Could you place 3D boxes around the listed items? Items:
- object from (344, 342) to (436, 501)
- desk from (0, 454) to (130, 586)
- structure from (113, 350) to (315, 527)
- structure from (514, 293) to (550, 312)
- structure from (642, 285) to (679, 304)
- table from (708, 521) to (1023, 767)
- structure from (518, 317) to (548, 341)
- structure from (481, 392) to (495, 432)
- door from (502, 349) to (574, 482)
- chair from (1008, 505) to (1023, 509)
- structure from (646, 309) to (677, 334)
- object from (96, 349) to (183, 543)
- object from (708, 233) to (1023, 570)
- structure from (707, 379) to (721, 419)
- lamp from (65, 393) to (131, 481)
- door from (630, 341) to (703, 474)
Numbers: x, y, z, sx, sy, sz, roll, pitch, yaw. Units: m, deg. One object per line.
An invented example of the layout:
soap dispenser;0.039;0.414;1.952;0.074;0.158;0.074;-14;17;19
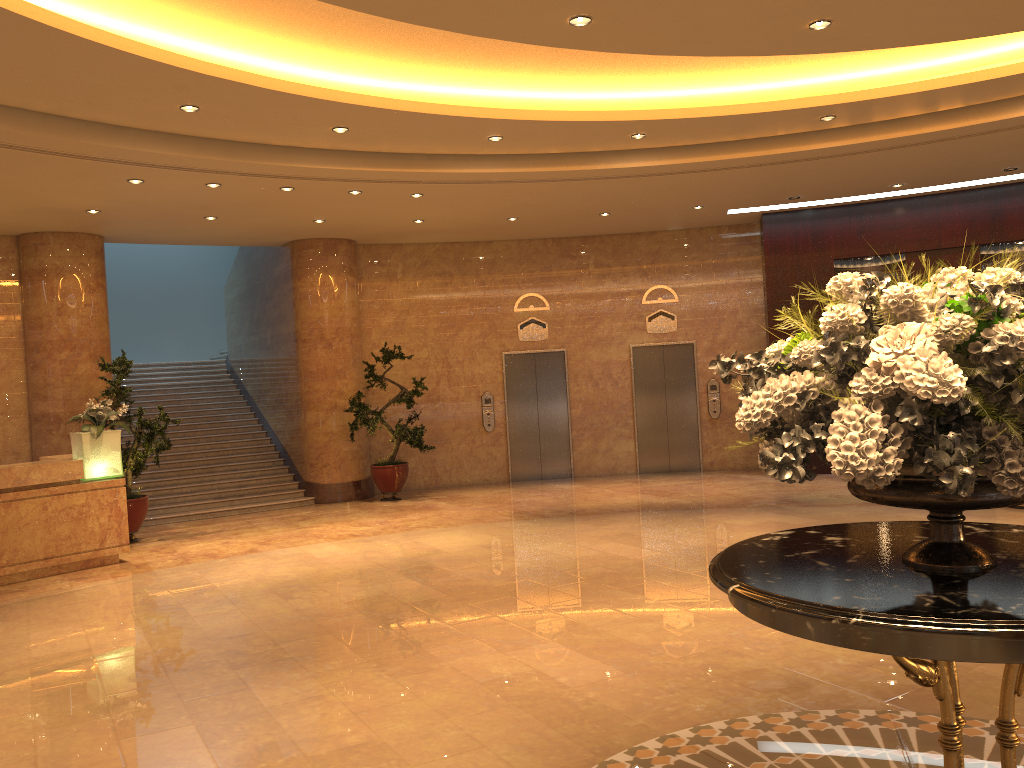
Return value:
object;-1.827;0.558;13.177;1.250;2.363;0.843;-3;1;-8
desk;-6.374;1.542;4.083;3.466;1.155;12.951;-3;1;5
structure;-5.928;-0.832;15.597;9.849;5.560;7.472;-4;1;-29
structure;0.320;-1.354;14.620;0.600;0.293;0.010;-3;1;-5
structure;2.431;-1.479;14.581;0.600;0.293;0.010;-3;1;6
table;1.442;1.121;2.938;1.493;1.089;1.493;-4;1;-36
structure;0.346;-0.908;14.627;0.504;0.405;0.012;-3;1;-5
structure;-0.389;0.460;14.531;0.200;0.661;0.053;-3;1;-8
door;0.425;0.515;14.685;1.070;2.145;0.150;-3;1;-4
chair;5.763;0.874;9.815;0.769;0.916;0.951;-3;1;6
structure;2.458;-1.033;14.587;0.504;0.405;0.012;-3;1;6
object;-4.757;0.757;11.031;1.250;2.363;0.843;-3;1;41
object;1.364;0.082;2.894;1.318;0.999;1.277;-3;1;1
structure;3.297;0.242;14.472;0.200;0.661;0.053;-3;1;10
lamp;-4.450;0.559;9.620;0.532;0.897;0.606;-3;1;40
door;2.546;0.392;14.655;1.070;2.149;0.150;-3;1;7
